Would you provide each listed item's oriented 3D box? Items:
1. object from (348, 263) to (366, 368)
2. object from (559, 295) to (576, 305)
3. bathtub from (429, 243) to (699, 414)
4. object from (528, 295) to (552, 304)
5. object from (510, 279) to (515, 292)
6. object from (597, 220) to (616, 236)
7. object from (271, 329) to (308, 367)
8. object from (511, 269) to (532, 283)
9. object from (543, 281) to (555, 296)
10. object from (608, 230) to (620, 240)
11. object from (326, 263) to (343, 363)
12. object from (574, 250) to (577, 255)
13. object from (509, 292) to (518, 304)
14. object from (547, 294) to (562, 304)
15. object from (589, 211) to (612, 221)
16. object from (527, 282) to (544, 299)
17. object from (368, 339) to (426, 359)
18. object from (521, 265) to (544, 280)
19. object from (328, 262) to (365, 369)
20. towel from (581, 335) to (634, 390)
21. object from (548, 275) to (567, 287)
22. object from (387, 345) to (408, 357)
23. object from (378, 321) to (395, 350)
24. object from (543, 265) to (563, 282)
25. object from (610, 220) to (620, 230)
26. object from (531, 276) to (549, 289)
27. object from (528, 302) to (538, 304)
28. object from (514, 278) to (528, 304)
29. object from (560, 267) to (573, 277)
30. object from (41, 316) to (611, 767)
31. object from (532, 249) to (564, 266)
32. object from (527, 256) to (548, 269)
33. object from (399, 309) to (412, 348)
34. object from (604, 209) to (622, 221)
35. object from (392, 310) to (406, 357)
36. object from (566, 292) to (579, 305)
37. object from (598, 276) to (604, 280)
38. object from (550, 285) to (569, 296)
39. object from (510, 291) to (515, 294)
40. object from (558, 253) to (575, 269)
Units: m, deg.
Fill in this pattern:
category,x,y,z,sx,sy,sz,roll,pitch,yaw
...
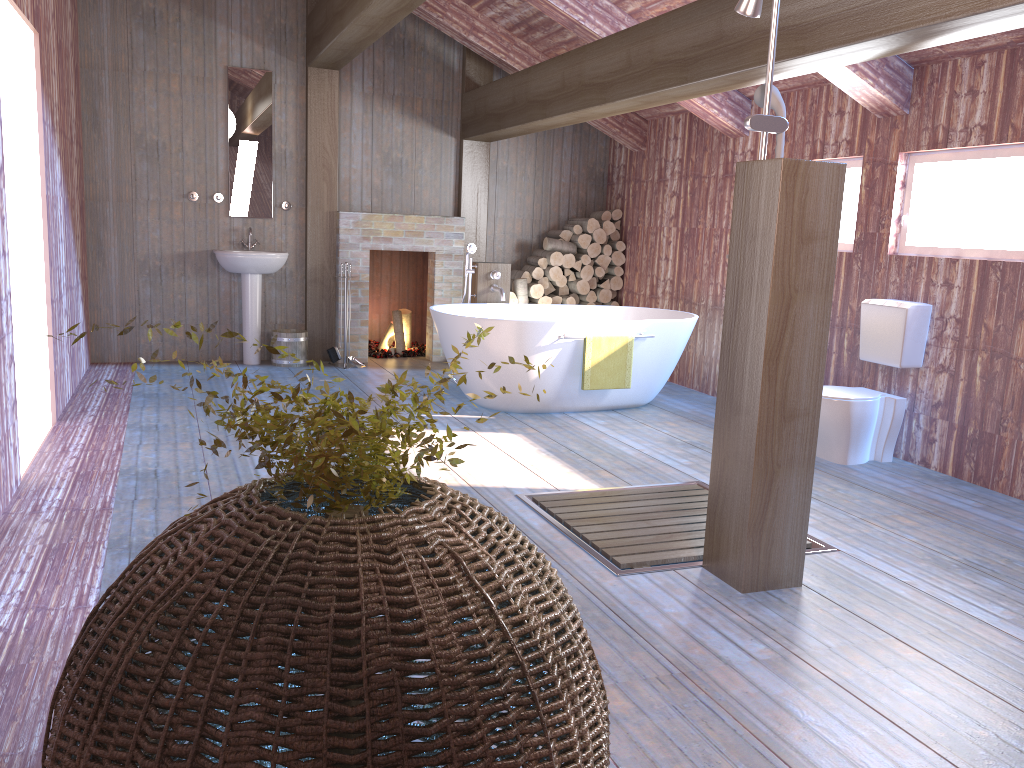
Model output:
category,x,y,z,sx,sy,sz,roll,pitch,yaw
object,-1.351,-0.581,7.513,0.206,0.871,0.126,6,11,21
object,0.455,-0.790,8.323,0.098,0.100,0.437,-2,11,-23
bathtub,0.386,-0.403,6.305,1.935,1.109,1.460,3,10,0
object,0.220,-0.776,8.251,0.139,0.148,0.458,-1,11,-21
object,-0.002,-0.919,8.238,0.108,0.113,0.302,-1,11,-21
object,0.815,-1.473,8.359,0.133,0.142,0.456,-1,11,-20
object,-1.882,-0.304,7.510,0.309,0.290,0.308,1,10,-11
object,0.071,-0.991,8.178,0.114,0.113,0.301,-2,11,-23
object,0.291,-0.913,8.341,0.128,0.150,0.323,-1,11,-21
object,0.920,-1.419,8.429,0.107,0.115,0.269,-1,10,-20
object,-1.491,-0.592,7.469,0.136,0.846,0.062,-6,13,-40
object,0.500,-1.255,8.360,0.121,0.124,0.291,-1,11,-20
object,-0.096,-0.794,8.116,0.139,0.137,0.455,-2,11,-23
object,0.358,-0.785,8.290,0.114,0.120,0.303,-1,11,-20
object,0.832,-1.572,8.363,0.104,0.121,0.270,-1,11,-20
object,0.148,-0.878,8.186,0.138,0.147,0.440,-1,11,-21
object,-1.176,-0.354,8.663,0.829,0.085,0.935,-5,13,-39
object,0.187,-1.030,8.164,0.115,0.123,0.291,-1,11,-20
object,-1.444,-0.593,7.543,0.276,0.888,0.333,6,10,20
towel,0.631,-0.143,5.828,0.370,0.361,0.032,-2,11,-25
object,0.403,-0.973,8.264,0.115,0.123,0.291,-1,11,-20
object,-1.079,-0.313,8.371,0.085,0.084,0.278,7,11,25
object,-1.175,-0.445,8.478,0.221,0.306,0.121,4,10,6
object,0.314,-1.035,8.219,0.141,0.143,0.437,-2,11,-23
object,0.927,-1.517,8.429,0.081,0.100,0.281,-1,11,-21
object,0.231,-0.946,8.216,0.111,0.113,0.301,-1,11,-22
object,0.099,-0.682,8.231,0.155,0.174,0.483,-2,11,-23
object,0.086,-0.804,7.989,0.147,0.298,0.109,-1,10,-19
object,0.473,-1.051,8.280,0.088,0.092,0.280,-1,11,-20
object,-0.296,0.417,1.576,0.972,1.073,0.970,-6,13,-40
object,0.330,-1.171,8.205,0.135,0.145,0.439,-1,11,-21
object,0.236,-1.123,8.182,0.106,0.112,0.282,-1,11,-20
object,-1.044,-0.500,8.588,0.140,0.459,0.266,2,10,-4
object,0.932,-1.598,8.399,0.112,0.113,0.271,-1,11,-21
object,-1.062,-0.473,8.337,0.098,0.434,0.283,-2,11,-23
object,0.524,-0.819,8.454,0.116,0.118,0.289,-2,11,-23
object,0.805,-1.030,8.404,0.067,0.069,0.177,-1,11,-21
object,0.429,-0.902,8.400,0.104,0.127,0.321,-1,11,-21
object,-0.044,-0.837,8.235,0.099,0.093,0.280,-1,11,-20
object,0.436,-1.160,8.250,0.138,0.147,0.440,-1,11,-21
